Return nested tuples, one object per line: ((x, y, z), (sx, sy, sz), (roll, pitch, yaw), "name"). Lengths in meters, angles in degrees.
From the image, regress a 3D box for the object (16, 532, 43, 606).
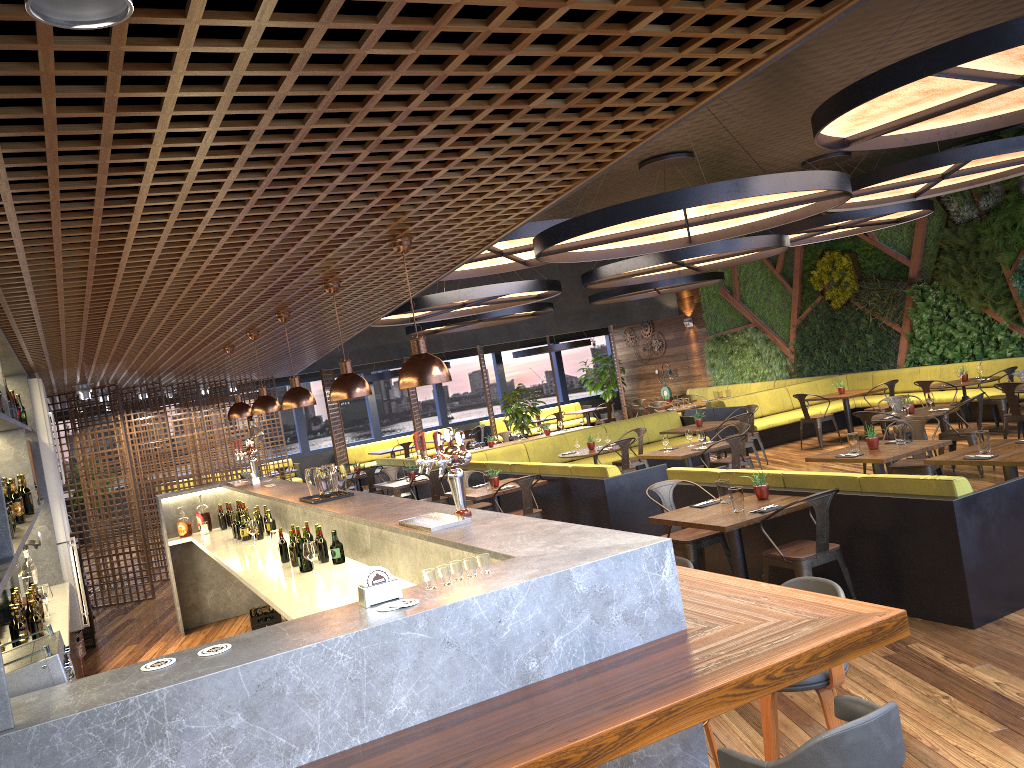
((-3.593, 1.372, 6.629), (0.204, 0.492, 0.310), (-10, 1, -27), "object")

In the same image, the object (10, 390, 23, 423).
((-3.498, 0.170, 6.241), (0.063, 0.254, 0.063), (-10, 1, -30), "object")

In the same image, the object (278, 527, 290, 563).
((-1.660, 1.165, 6.424), (0.063, 0.254, 0.063), (-10, 1, -30), "object")

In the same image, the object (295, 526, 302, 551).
((-1.512, 1.141, 6.331), (0.063, 0.254, 0.063), (-10, 1, -35), "object")

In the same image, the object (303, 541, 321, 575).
((-1.310, 1.138, 5.799), (0.097, 0.206, 0.097), (-10, 1, 5), "object")

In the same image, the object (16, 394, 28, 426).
((-3.728, 0.203, 6.730), (0.063, 0.254, 0.063), (-10, 1, 1), "object")

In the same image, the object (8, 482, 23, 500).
((-3.005, 0.700, 5.352), (0.088, 0.224, 0.088), (-10, 1, -12), "object")

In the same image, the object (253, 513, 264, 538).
((-2.298, 1.268, 7.988), (0.088, 0.224, 0.088), (-10, 1, 3), "object")

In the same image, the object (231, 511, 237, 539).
((-2.556, 1.295, 8.178), (0.063, 0.254, 0.063), (-9, 1, 15), "object")

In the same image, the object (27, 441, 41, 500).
((-3.861, 0.696, 7.010), (0.161, 0.475, 0.300), (-10, 1, -27), "object")

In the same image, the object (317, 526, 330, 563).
((-1.318, 1.110, 6.155), (0.063, 0.254, 0.063), (-10, 1, -20), "object")

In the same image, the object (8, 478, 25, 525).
((-2.737, 0.646, 4.882), (0.063, 0.254, 0.063), (-9, 1, 35), "object")

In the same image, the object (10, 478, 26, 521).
((-2.781, 0.652, 4.972), (0.063, 0.254, 0.063), (-10, 1, 10), "object")

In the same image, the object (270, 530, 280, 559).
((-1.762, 1.203, 6.668), (0.097, 0.206, 0.097), (-9, 1, 23), "object")

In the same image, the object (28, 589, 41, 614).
((-2.976, 1.402, 5.521), (0.063, 0.254, 0.063), (-9, 1, 35), "object")

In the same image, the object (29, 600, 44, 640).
((-2.727, 1.366, 5.075), (0.063, 0.254, 0.063), (-10, 1, -19), "object")

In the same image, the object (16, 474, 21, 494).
((-3.079, 0.695, 5.576), (0.063, 0.254, 0.063), (-10, 1, -20), "object")

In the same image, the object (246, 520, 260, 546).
((-2.210, 1.268, 7.566), (0.097, 0.206, 0.097), (-10, 1, 5), "object")

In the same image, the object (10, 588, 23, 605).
((-3.298, 1.467, 5.893), (0.088, 0.224, 0.088), (-9, 1, 33), "object")

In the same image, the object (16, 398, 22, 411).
((-3.615, 0.211, 6.455), (0.097, 0.206, 0.097), (-9, 1, 32), "object")

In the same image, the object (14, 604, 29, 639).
((-2.922, 1.415, 5.268), (0.068, 0.217, 0.068), (-10, 1, -22), "object")

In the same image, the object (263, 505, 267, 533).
((-2.261, 1.244, 8.188), (0.063, 0.254, 0.063), (-9, 1, 35), "object")

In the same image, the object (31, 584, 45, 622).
((-3.066, 1.415, 5.722), (0.063, 0.254, 0.063), (-10, 1, -40), "object")

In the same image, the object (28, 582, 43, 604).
((-3.224, 1.453, 5.984), (0.088, 0.224, 0.088), (-10, 1, -32), "object")

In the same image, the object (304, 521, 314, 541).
((-1.491, 1.135, 6.514), (0.063, 0.254, 0.063), (-10, 1, -25), "object")

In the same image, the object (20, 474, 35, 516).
((-3.008, 0.684, 5.486), (0.063, 0.254, 0.063), (-10, 1, -34), "object")

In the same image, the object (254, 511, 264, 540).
((-2.241, 1.246, 7.826), (0.063, 0.254, 0.063), (-10, 1, -39), "object")

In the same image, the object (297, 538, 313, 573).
((-1.389, 1.140, 5.920), (0.088, 0.224, 0.088), (-10, 1, 3), "object")

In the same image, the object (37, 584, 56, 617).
((-3.112, 1.444, 5.915), (0.097, 0.206, 0.097), (-9, 1, 32), "object")

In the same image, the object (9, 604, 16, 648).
((-2.833, 1.384, 5.058), (0.063, 0.254, 0.063), (-10, 1, 11), "object")

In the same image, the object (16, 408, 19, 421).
((-3.415, 0.173, 6.055), (0.056, 0.227, 0.056), (-10, 1, -40), "object")

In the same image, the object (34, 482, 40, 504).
((-3.498, 0.755, 6.467), (0.063, 0.254, 0.063), (-10, 1, -24), "object")

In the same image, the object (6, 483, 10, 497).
((-2.957, 0.693, 5.257), (0.088, 0.224, 0.088), (-9, 1, 33), "object")

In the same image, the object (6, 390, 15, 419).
((-3.113, 0.076, 5.423), (0.084, 0.330, 0.084), (-10, 1, -20), "object")

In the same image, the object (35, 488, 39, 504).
((-3.448, 0.763, 6.336), (0.088, 0.224, 0.088), (-9, 1, 33), "object")

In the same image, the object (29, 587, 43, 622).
((-3.021, 1.409, 5.609), (0.063, 0.254, 0.063), (-9, 1, 20), "object")

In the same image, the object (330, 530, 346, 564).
((-1.191, 1.105, 6.018), (0.088, 0.224, 0.088), (-9, 1, 28), "object")

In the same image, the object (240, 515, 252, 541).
((-2.388, 1.284, 7.923), (0.088, 0.224, 0.088), (-9, 1, 18), "object")

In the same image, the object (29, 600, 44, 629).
((-2.848, 1.401, 5.298), (0.068, 0.217, 0.068), (-10, 1, -32), "object")

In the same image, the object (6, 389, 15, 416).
((-3.155, 0.082, 5.506), (0.084, 0.330, 0.084), (-10, 1, -20), "object")

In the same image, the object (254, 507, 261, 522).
((-2.339, 1.258, 8.147), (0.063, 0.254, 0.063), (-10, 1, -24), "object")

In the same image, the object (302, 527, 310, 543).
((-1.441, 1.130, 6.227), (0.063, 0.254, 0.063), (-10, 1, 1), "object")

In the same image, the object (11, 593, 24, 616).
((-3.057, 1.417, 5.481), (0.063, 0.254, 0.063), (-9, 1, 25), "object")

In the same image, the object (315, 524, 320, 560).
((-1.361, 1.116, 6.269), (0.063, 0.254, 0.063), (-10, 1, 1), "object")

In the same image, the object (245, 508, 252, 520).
((-2.450, 1.275, 8.242), (0.063, 0.254, 0.063), (-9, 1, 35), "object")

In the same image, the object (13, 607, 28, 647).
((-2.747, 1.371, 4.947), (0.063, 0.254, 0.063), (-10, 1, 1), "object")

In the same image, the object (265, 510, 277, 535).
((-2.184, 1.248, 8.013), (0.088, 0.224, 0.088), (-10, 1, -32), "object")

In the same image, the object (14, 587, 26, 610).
((-3.156, 1.431, 5.681), (0.063, 0.254, 0.063), (-10, 1, -45), "object")

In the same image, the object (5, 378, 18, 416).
((-3.283, 0.100, 5.768), (0.084, 0.330, 0.084), (-10, 1, -20), "object")

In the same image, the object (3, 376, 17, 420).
((-3.196, 0.088, 5.590), (0.084, 0.330, 0.084), (-10, 1, -20), "object")

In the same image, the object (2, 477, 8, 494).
((-3.093, 0.699, 5.442), (0.063, 0.254, 0.063), (-10, 1, 1), "object")

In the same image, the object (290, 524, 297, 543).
((-1.583, 1.152, 6.470), (0.063, 0.254, 0.063), (-9, 1, 35), "object")

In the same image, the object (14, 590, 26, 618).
((-3.094, 1.422, 5.570), (0.063, 0.254, 0.063), (-9, 1, 35), "object")

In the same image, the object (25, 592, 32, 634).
((-2.930, 1.396, 5.404), (0.063, 0.254, 0.063), (-10, 1, 1), "object")

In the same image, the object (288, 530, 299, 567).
((-1.526, 1.145, 6.188), (0.063, 0.254, 0.063), (-10, 1, -24), "object")
